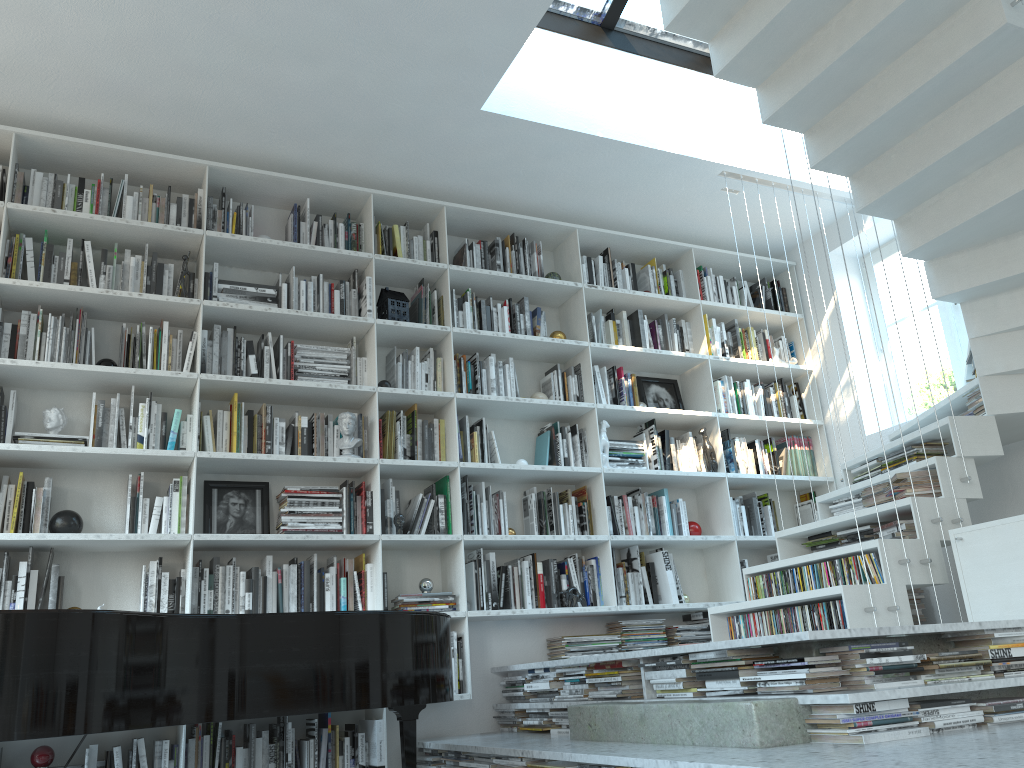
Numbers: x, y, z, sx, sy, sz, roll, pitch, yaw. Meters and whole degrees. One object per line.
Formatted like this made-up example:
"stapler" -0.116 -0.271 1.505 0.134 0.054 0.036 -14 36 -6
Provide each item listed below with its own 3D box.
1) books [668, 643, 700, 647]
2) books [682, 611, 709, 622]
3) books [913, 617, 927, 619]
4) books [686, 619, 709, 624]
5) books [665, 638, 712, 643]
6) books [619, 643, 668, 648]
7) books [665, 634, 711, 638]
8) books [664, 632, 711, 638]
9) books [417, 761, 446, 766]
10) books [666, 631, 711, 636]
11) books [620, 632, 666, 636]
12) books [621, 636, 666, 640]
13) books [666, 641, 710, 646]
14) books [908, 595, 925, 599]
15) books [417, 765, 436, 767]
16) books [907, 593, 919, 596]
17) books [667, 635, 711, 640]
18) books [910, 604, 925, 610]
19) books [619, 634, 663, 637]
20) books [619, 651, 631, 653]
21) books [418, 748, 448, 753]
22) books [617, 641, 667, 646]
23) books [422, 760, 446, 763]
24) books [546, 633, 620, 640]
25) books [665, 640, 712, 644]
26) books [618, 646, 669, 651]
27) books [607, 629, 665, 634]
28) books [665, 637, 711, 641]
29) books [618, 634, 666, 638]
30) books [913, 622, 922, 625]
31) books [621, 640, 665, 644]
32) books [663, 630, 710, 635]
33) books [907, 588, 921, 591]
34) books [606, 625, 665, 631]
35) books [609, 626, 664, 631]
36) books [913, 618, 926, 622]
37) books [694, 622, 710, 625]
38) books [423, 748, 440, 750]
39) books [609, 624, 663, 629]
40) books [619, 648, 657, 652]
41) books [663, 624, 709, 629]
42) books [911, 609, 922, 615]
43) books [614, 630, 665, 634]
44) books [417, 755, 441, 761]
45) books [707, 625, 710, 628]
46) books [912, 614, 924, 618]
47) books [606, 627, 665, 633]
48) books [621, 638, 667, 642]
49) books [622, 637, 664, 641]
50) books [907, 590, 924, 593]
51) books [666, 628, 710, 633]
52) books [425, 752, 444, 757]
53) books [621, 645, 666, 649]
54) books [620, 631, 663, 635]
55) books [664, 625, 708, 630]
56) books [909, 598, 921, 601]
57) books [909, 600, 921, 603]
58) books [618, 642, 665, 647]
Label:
"books" 1.018 1.460 4.965 0.368 0.007 0.206 6 -21 -28
"books" 1.128 1.314 5.031 0.204 0.035 0.267 4 -20 -24
"books" 2.088 1.281 4.812 0.262 0.006 0.185 4 -20 -24
"books" 1.143 1.342 5.029 0.159 0.012 0.286 6 -21 -29
"books" 1.013 1.441 4.978 0.368 0.007 0.206 4 -20 -24
"books" 0.682 1.425 4.815 0.285 0.007 0.160 4 -20 -23
"books" 1.014 1.417 4.979 0.328 0.008 0.208 6 -21 -28
"books" 1.013 1.411 4.984 0.328 0.008 0.208 4 -20 -23
"books" -0.322 1.731 4.060 0.188 0.009 0.211 5 -21 -26
"books" 1.011 1.405 4.989 0.368 0.007 0.206 5 -21 -26
"books" 0.674 1.368 4.832 0.285 0.005 0.160 6 -21 -27
"books" 0.677 1.387 4.829 0.285 0.007 0.160 4 -20 -24
"books" 1.016 1.454 4.970 0.328 0.008 0.208 4 -20 -23
"books" 2.089 1.176 4.849 0.286 0.017 0.171 5 -21 -26
"books" -0.323 1.741 4.055 0.177 0.012 0.279 6 -21 -29
"books" 2.084 1.166 4.862 0.215 0.013 0.190 6 -21 -27
"books" 1.015 1.424 4.977 0.368 0.007 0.206 4 -20 -22
"books" 2.084 1.225 4.830 0.254 0.027 0.189 5 -21 -25
"books" 0.673 1.375 4.834 0.254 0.005 0.161 5 -21 -25
"books" 0.681 1.451 4.807 0.254 0.007 0.161 4 -20 -24
"books" -0.315 1.680 4.082 0.158 0.014 0.235 5 -21 -27
"books" 0.682 1.410 4.814 0.285 0.007 0.160 6 -21 -29
"books" -0.302 1.722 4.073 0.136 0.013 0.259 5 -21 -27
"books" 0.375 1.339 4.694 0.346 0.007 0.194 4 -20 -23
"books" 1.016 1.447 4.973 0.328 0.008 0.208 6 -21 -27
"books" 0.686 1.436 4.804 0.285 0.007 0.160 3 -20 -20
"books" 0.672 1.354 4.839 0.285 0.005 0.160 5 -21 -26
"books" 1.013 1.433 4.979 0.328 0.008 0.208 4 -20 -24
"books" 0.676 1.381 4.833 0.285 0.007 0.160 5 -21 -25
"books" 2.096 1.309 4.791 0.179 0.029 0.153 6 -21 -29
"books" 0.679 1.406 4.822 0.254 0.007 0.161 4 -20 -24
"books" 1.015 1.394 4.982 0.328 0.008 0.208 3 -20 -20
"books" 2.092 1.131 4.851 0.240 0.016 0.150 5 -21 -25
"books" 0.675 1.332 4.842 0.285 0.005 0.160 6 -21 -28
"books" 0.677 1.336 4.839 0.254 0.005 0.161 3 -20 -21
"books" 2.095 1.288 4.797 0.232 0.017 0.163 5 -21 -25
"books" 1.146 1.360 5.023 0.165 0.015 0.244 4 -20 -22
"books" -0.321 1.669 4.082 0.157 0.007 0.269 3 -20 -20
"books" 0.677 1.325 4.841 0.254 0.005 0.161 7 -22 -30
"books" 0.683 1.443 4.803 0.285 0.007 0.160 6 -21 -29
"books" 1.009 1.367 4.998 0.368 0.007 0.206 4 -20 -23
"books" 2.090 1.247 4.813 0.204 0.028 0.163 4 -20 -23
"books" 0.672 1.359 4.837 0.285 0.005 0.160 4 -20 -24
"books" -0.331 1.708 4.064 0.191 0.013 0.244 6 -21 -29
"books" 1.141 1.375 5.016 0.173 0.019 0.197 3 -20 -20
"books" 2.088 1.271 4.815 0.233 0.015 0.170 3 -20 -20
"books" 0.674 1.341 4.836 0.285 0.005 0.160 6 -21 -29
"books" 0.682 1.397 4.817 0.285 0.007 0.160 7 -22 -30
"books" 0.678 1.393 4.827 0.254 0.007 0.161 4 -20 -24
"books" 2.086 1.151 4.861 0.290 0.014 0.174 4 -20 -23
"books" 1.011 1.388 4.991 0.328 0.008 0.208 4 -20 -23
"books" -0.300 1.696 4.083 0.133 0.017 0.232 4 -20 -24
"books" 0.684 1.430 4.809 0.254 0.007 0.161 6 -21 -29
"books" 0.673 1.364 4.835 0.254 0.005 0.161 5 -21 -26
"books" 1.013 1.371 4.988 0.368 0.007 0.206 7 -22 -30
"books" 2.093 1.187 4.840 0.210 0.009 0.160 4 -20 -24
"books" 2.092 1.199 4.840 0.212 0.014 0.169 4 -20 -24
"books" 0.682 1.417 4.813 0.254 0.007 0.161 6 -21 -29
